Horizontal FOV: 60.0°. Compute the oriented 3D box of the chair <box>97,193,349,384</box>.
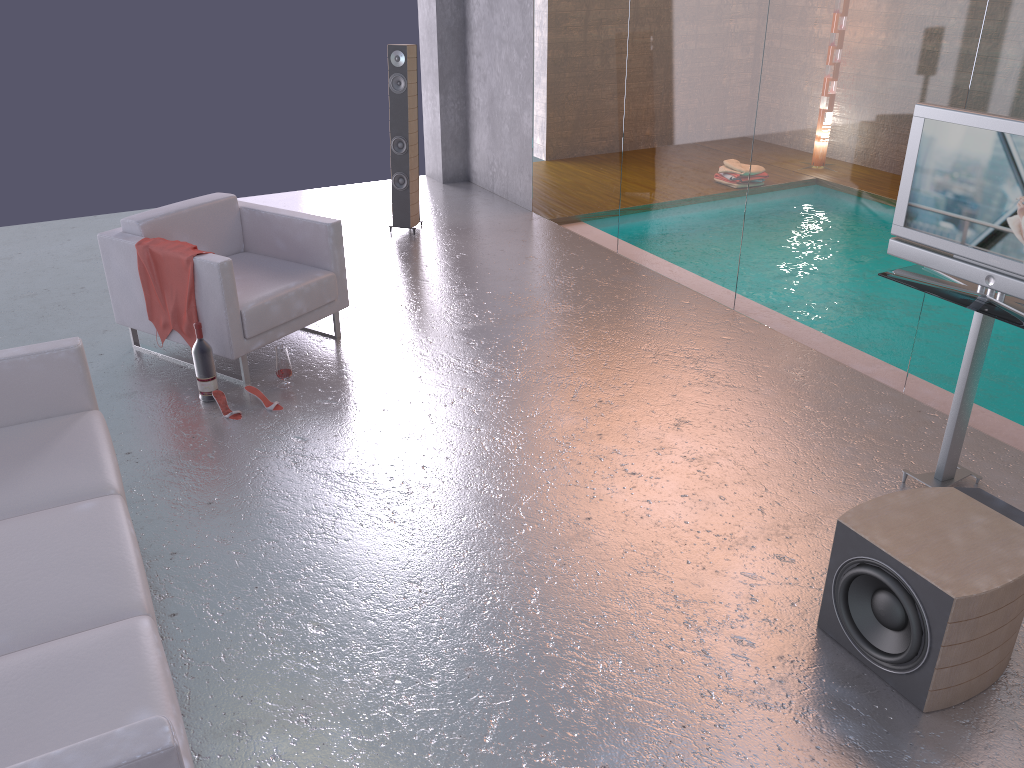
[{"bbox_3d":[-1.658,-0.618,5.237,1.026,0.808,0.936,15,30,28],"label":"chair"}]

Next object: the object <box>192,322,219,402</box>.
[{"bbox_3d":[-1.613,-0.120,4.646,0.109,0.435,0.109,-1,26,-1],"label":"object"}]

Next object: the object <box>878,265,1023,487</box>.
[{"bbox_3d":[1.915,0.028,3.728,0.360,0.958,0.818,-13,29,-25],"label":"object"}]

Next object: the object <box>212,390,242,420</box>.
[{"bbox_3d":[-1.474,0.110,4.573,0.235,0.087,0.079,20,33,35],"label":"object"}]

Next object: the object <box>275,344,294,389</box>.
[{"bbox_3d":[-1.245,-0.098,4.828,0.091,0.233,0.091,0,26,0],"label":"object"}]

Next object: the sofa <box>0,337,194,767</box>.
[{"bbox_3d":[-1.651,0.656,2.649,1.026,0.824,2.353,-13,29,-25],"label":"sofa"}]

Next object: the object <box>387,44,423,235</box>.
[{"bbox_3d":[-0.857,-2.004,7.263,0.244,1.473,0.444,8,27,15],"label":"object"}]

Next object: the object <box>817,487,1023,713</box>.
[{"bbox_3d":[1.432,0.681,2.980,0.604,0.459,0.514,-13,29,-25],"label":"object"}]

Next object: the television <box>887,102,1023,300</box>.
[{"bbox_3d":[1.909,-0.670,3.383,0.054,0.644,1.000,-13,29,-25],"label":"television"}]

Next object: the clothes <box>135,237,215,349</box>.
[{"bbox_3d":[-1.802,-0.491,4.902,0.574,0.604,0.254,15,30,28],"label":"clothes"}]

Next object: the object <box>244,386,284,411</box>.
[{"bbox_3d":[-1.297,0.072,4.649,0.235,0.087,0.079,14,30,26],"label":"object"}]
